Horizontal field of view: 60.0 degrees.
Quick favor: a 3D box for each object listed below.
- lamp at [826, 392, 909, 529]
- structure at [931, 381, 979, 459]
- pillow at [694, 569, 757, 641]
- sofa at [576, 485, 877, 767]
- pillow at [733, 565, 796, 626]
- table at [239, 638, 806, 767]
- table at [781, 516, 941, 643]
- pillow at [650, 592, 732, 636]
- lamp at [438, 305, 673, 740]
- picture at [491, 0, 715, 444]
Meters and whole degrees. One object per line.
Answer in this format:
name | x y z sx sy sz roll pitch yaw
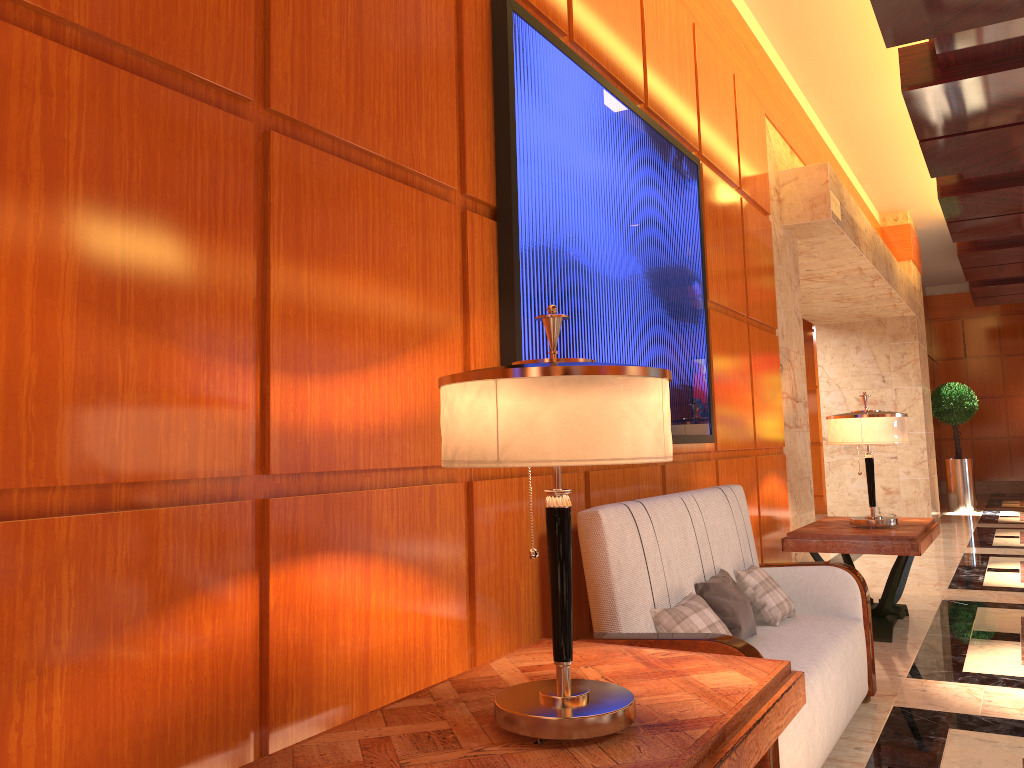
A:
lamp | 2.146 0.450 5.319 0.457 0.813 0.458 -6 -7 38
structure | 6.791 0.810 13.554 0.721 1.720 0.719 -2 -6 7
pillow | 0.796 0.839 3.290 0.160 0.254 0.357 -4 -6 26
sofa | 0.867 0.874 3.269 0.611 0.936 1.794 -5 -6 30
pillow | 1.048 0.873 3.658 0.202 0.231 0.273 -5 -6 32
table | 0.084 0.959 1.738 0.724 0.609 1.267 -4 -5 30
table | 2.172 1.166 5.391 0.724 0.609 1.267 -4 -5 30
pillow | 0.606 0.825 2.899 0.194 0.228 0.343 -5 -6 34
lamp | 0.091 0.237 1.726 0.459 0.797 0.456 -1 -6 -9
picture | 0.471 -0.479 3.635 0.056 1.458 1.991 -5 -6 29
